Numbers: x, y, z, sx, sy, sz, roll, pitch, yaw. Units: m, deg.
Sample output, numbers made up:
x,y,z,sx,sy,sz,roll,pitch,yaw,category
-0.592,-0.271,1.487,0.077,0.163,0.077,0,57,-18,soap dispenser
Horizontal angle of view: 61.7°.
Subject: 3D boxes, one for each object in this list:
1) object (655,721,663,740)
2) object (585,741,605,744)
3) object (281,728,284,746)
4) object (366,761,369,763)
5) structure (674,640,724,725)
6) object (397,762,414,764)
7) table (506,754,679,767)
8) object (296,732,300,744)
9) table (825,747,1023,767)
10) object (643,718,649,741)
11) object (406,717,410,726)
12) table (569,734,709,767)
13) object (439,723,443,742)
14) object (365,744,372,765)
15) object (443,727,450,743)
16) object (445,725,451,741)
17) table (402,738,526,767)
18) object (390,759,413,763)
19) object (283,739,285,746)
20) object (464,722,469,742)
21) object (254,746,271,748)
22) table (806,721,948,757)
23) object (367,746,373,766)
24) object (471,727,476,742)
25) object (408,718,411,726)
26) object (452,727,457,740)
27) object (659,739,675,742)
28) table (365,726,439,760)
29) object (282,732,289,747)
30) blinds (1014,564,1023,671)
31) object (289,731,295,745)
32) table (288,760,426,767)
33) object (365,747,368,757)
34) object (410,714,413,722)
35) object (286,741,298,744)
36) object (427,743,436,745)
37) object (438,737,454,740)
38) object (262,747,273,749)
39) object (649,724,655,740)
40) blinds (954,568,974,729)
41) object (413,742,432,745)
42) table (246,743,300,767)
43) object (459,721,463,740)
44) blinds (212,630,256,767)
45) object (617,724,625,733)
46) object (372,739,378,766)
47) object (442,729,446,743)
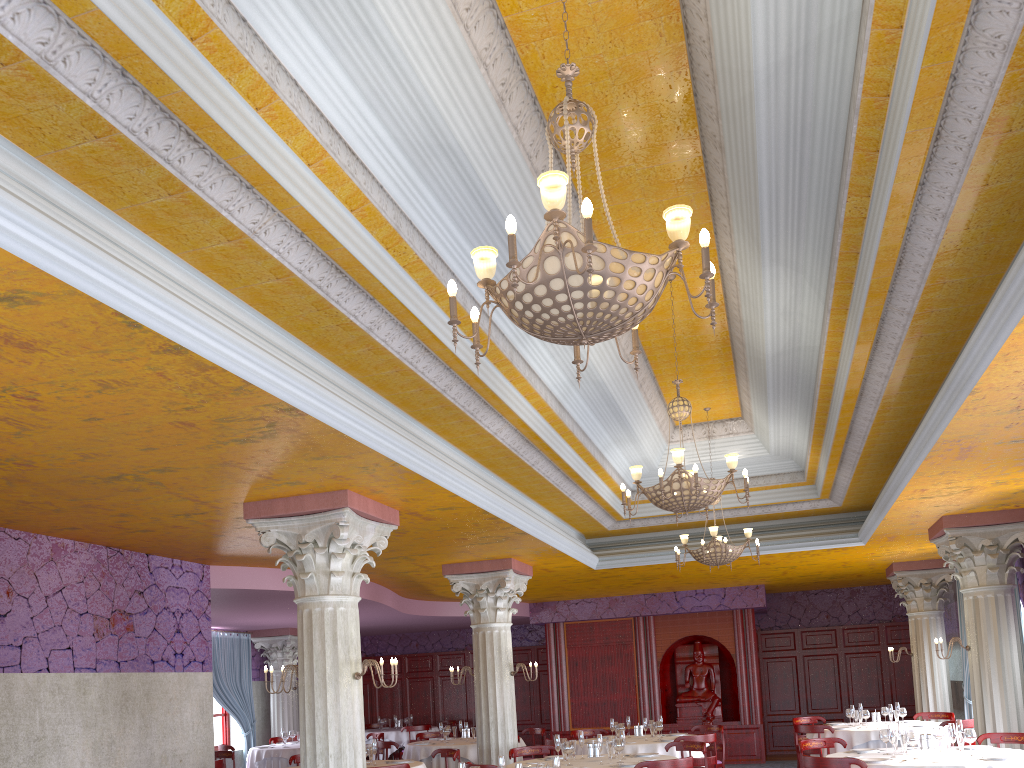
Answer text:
x,y,z,sx,sy,sz,roll,pitch,yaw,category
2.179,5.122,12.657,0.122,0.256,0.126,-4,-8,8,object
1.217,5.257,12.557,0.315,0.023,0.327,-9,-20,16,object
-4.276,6.589,15.981,0.074,0.325,0.076,-4,-6,8,object
-1.937,4.998,11.322,0.158,0.009,0.167,-2,-19,-3,object
3.924,6.351,18.207,0.971,1.789,0.658,-6,-7,17,structure
-1.348,4.795,10.835,0.233,0.013,0.029,7,-20,-28,object
0.933,4.774,9.720,2.097,0.919,2.183,-8,-18,17,table
-4.076,6.759,16.359,0.086,0.230,0.088,-3,-7,-3,object
4.206,4.200,8.571,2.097,0.919,2.183,-8,-18,17,table
1.956,5.062,12.554,0.074,0.325,0.076,1,-7,-37,object
-2.499,8.177,20.685,0.123,0.256,0.126,3,-10,-37,object
1.920,5.828,12.882,2.097,0.919,2.183,-8,-18,17,table
-1.207,5.962,14.649,0.074,0.325,0.076,1,-7,-37,object
-1.824,4.734,10.948,0.124,0.256,0.124,-8,-9,30,object
-1.100,5.914,14.427,0.124,0.256,0.124,-8,-9,30,object
-1.119,6.112,14.989,0.124,0.256,0.124,-8,-9,30,object
-0.795,6.598,14.673,2.097,0.919,2.183,-8,-18,17,table
-1.414,4.852,11.007,0.315,0.023,0.327,-9,-20,16,object
-4.206,6.594,15.868,0.086,0.230,0.088,-3,-7,-3,object
-0.759,5.832,14.345,0.074,0.325,0.076,1,-7,-37,object
-4.566,6.653,15.680,0.321,0.023,0.322,-17,-23,34,object
5.630,5.720,13.130,2.097,0.919,2.183,-8,-18,17,table
-1.785,4.706,10.836,0.086,0.230,0.088,-3,-7,-3,object
-0.646,5.897,14.408,0.087,0.230,0.086,-9,-9,41,object
-2.460,8.149,20.574,0.086,0.230,0.088,-3,-7,-3,object
-1.008,6.132,15.027,0.086,0.230,0.088,-3,-7,-3,object
2.253,5.093,12.245,0.315,0.023,0.327,-9,-20,16,object
-2.739,8.685,20.347,2.097,0.919,2.183,-8,-18,17,table
-4.168,6.541,15.759,0.122,0.256,0.126,-4,-8,8,object
6.757,3.878,11.676,0.246,3.408,1.756,-4,-8,15,blinds
-4.188,6.739,16.321,0.123,0.256,0.126,3,-10,-37,object
-2.064,5.242,10.610,2.097,0.919,2.183,-8,-18,17,table
-1.805,4.536,10.385,0.124,0.256,0.124,-8,-9,30,object
-2.395,8.060,20.468,0.074,0.325,0.076,-4,-6,8,object
-4.249,6.998,16.715,0.313,0.023,0.330,-2,-19,-3,object
-1.369,5.963,14.180,0.257,0.019,0.057,6,-20,-23,object
-1.180,6.371,15.383,0.315,0.023,0.327,-9,-20,16,object
-4.438,6.590,15.512,0.257,0.019,0.057,6,-20,-23,object
2.069,5.127,12.617,0.087,0.230,0.086,-9,-9,41,object
7.355,4.517,13.591,0.246,3.408,1.754,-5,-8,17,blinds
-1.498,6.026,14.348,0.315,0.023,0.327,-9,-20,16,object
-3.864,7.225,16.005,2.097,0.919,2.183,-8,-18,17,table
-0.900,6.103,15.099,0.074,0.325,0.076,1,-7,-37,object
-5.798,6.714,17.604,0.246,3.225,1.887,-4,-9,15,blinds
1.615,5.144,12.636,0.122,0.256,0.126,-4,-8,8,object
-1.720,4.617,10.731,0.074,0.325,0.076,1,-7,-37,object
-1.138,5.967,14.536,0.086,0.230,0.088,-3,-7,-3,object
